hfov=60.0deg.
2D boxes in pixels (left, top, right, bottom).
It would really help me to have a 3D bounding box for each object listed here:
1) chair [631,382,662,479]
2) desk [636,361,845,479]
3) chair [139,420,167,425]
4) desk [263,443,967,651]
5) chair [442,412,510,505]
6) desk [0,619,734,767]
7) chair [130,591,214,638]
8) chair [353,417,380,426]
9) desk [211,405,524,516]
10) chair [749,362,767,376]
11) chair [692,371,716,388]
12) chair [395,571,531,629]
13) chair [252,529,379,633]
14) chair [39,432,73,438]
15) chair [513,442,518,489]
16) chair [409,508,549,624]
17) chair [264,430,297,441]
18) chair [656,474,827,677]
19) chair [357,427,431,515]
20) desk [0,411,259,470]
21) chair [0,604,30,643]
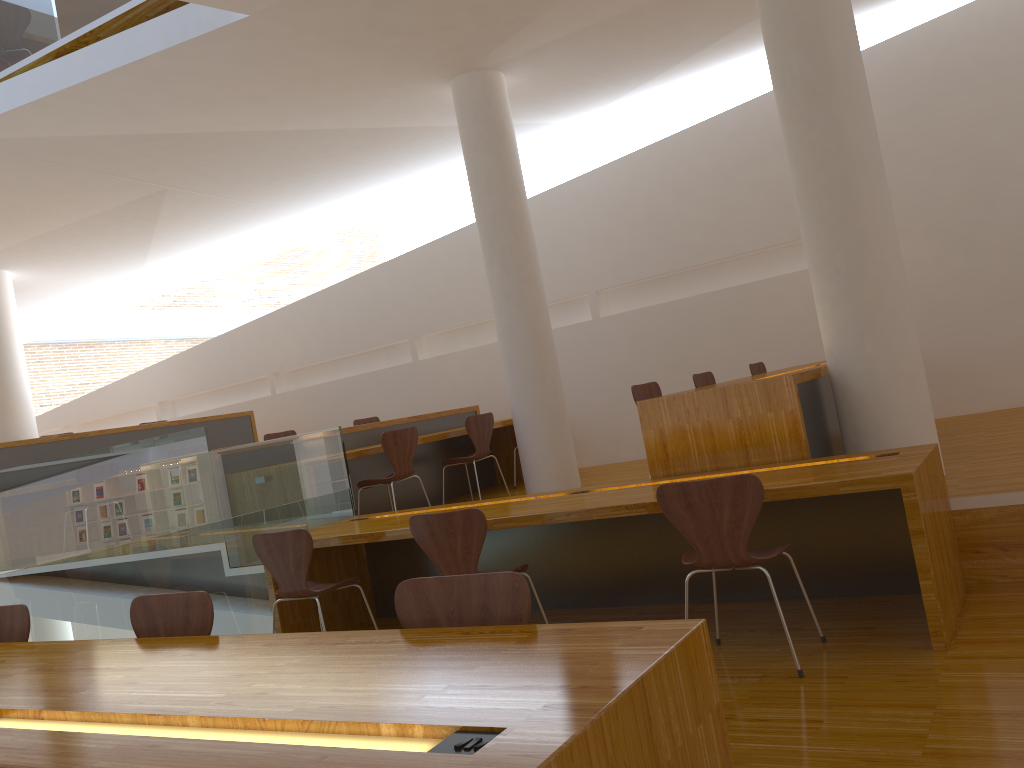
[{"bbox_3d":[0.947,0.307,4.884,0.381,0.693,0.428,-12,-2,31],"label":"chair"},{"bbox_3d":[1.800,0.204,5.468,0.760,0.606,3.185,-12,-2,31],"label":"desk"},{"bbox_3d":[-3.808,0.732,9.820,0.381,0.693,0.428,-12,-2,31],"label":"chair"},{"bbox_3d":[0.265,0.837,4.116,3.185,0.606,0.760,-12,-2,31],"label":"desk"},{"bbox_3d":[-0.327,0.600,6.820,0.381,0.693,0.428,-12,-2,31],"label":"chair"},{"bbox_3d":[-1.235,1.214,1.952,3.236,0.918,1.285,-12,-2,31],"label":"desk"},{"bbox_3d":[-1.069,0.992,2.549,0.428,0.693,0.381,-12,-2,31],"label":"chair"},{"bbox_3d":[-1.246,0.649,8.694,0.381,0.693,0.428,-12,-2,31],"label":"chair"},{"bbox_3d":[-1.055,0.701,7.200,1.527,0.785,3.243,-12,-2,31],"label":"desk"},{"bbox_3d":[2.060,0.150,6.646,0.381,0.693,0.428,-12,-2,31],"label":"chair"},{"bbox_3d":[1.450,0.237,5.712,0.381,0.693,0.428,-12,-2,31],"label":"chair"},{"bbox_3d":[-0.153,0.804,1.933,0.428,0.693,0.381,-12,-2,31],"label":"chair"},{"bbox_3d":[-0.942,1.018,4.291,0.428,0.693,0.381,-12,-2,31],"label":"chair"},{"bbox_3d":[-4.412,0.818,8.896,0.381,0.693,0.428,-12,-2,31],"label":"chair"},{"bbox_3d":[0.220,0.526,7.794,0.381,0.693,0.428,-12,-2,31],"label":"chair"},{"bbox_3d":[-0.130,0.852,3.784,0.428,0.693,0.381,-12,-2,31],"label":"chair"},{"bbox_3d":[-1.857,0.736,7.759,0.381,0.693,0.428,-12,-2,31],"label":"chair"},{"bbox_3d":[0.825,0.659,3.234,0.428,0.693,0.381,-12,-2,31],"label":"chair"},{"bbox_3d":[-0.829,0.670,5.992,0.381,0.693,0.428,-12,-2,31],"label":"chair"},{"bbox_3d":[-3.710,0.933,8.561,1.248,1.022,3.216,-12,-2,31],"label":"desk"},{"bbox_3d":[-1.881,1.158,3.056,0.428,0.693,0.381,-12,-2,31],"label":"chair"}]
